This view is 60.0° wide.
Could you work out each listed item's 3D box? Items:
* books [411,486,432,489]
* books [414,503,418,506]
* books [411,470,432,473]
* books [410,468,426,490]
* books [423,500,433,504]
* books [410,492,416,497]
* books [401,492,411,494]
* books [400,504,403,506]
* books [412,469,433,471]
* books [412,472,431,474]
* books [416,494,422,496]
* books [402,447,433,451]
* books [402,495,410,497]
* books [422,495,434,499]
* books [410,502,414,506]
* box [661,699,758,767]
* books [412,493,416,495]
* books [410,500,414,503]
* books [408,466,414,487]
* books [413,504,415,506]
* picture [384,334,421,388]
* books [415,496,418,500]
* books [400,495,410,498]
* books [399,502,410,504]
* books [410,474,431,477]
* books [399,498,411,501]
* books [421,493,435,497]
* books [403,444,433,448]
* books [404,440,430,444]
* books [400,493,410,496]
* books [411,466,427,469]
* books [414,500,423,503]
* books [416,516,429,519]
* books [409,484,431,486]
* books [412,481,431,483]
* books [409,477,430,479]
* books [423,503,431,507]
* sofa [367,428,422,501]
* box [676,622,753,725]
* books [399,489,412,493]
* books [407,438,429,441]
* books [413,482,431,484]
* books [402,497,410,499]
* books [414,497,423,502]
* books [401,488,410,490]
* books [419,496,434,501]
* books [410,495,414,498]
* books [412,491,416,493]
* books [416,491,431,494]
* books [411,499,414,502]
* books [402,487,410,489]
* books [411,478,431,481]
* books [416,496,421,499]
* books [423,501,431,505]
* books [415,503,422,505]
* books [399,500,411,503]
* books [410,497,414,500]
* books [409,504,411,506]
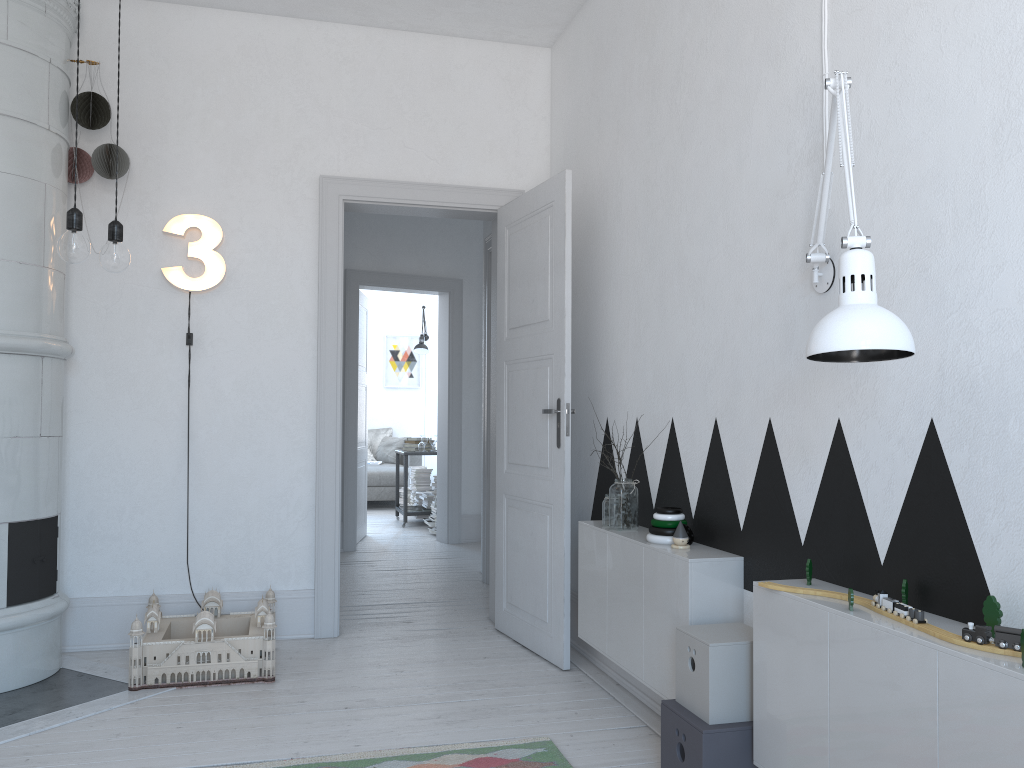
[{"bbox_3d":[-0.958,1.092,9.345,0.176,0.053,0.331,1,-2,-15],"label":"books"},{"bbox_3d":[-0.916,1.247,9.150,0.167,0.017,0.263,1,-2,-10],"label":"books"},{"bbox_3d":[-0.960,0.926,9.366,0.182,0.041,0.289,1,-2,-15],"label":"books"},{"bbox_3d":[-1.014,1.025,9.594,0.174,0.242,0.105,1,-2,-15],"label":"books"},{"bbox_3d":[-0.761,1.147,8.691,0.180,0.042,0.296,1,-2,-15],"label":"books"},{"bbox_3d":[-0.990,1.182,9.461,0.176,0.025,0.331,1,-2,-10],"label":"books"},{"bbox_3d":[-1.069,1.191,9.749,0.254,0.013,0.161,2,-3,-45],"label":"books"},{"bbox_3d":[-1.070,1.333,9.755,0.273,0.021,0.174,2,-3,-40],"label":"books"},{"bbox_3d":[-0.948,0.910,9.365,0.182,0.041,0.289,1,-2,-15],"label":"books"},{"bbox_3d":[-0.960,0.945,9.365,0.174,0.044,0.274,1,-2,-15],"label":"books"},{"bbox_3d":[-0.895,1.136,9.147,0.159,0.012,0.285,0,-2,0],"label":"books"},{"bbox_3d":[-0.919,0.642,8.790,0.197,0.035,0.284,-2,-3,41],"label":"books"},{"bbox_3d":[-1.059,1.220,9.744,0.256,0.013,0.161,2,-3,-35],"label":"books"},{"bbox_3d":[-0.764,1.102,8.655,0.182,0.031,0.288,1,-2,-15],"label":"books"},{"bbox_3d":[-0.991,1.275,9.459,0.180,0.028,0.296,1,-2,-10],"label":"books"},{"bbox_3d":[0.568,1.005,2.373,0.254,0.259,0.251,1,-2,-15],"label":"box"},{"bbox_3d":[-0.981,1.163,9.467,0.159,0.012,0.285,1,-2,-5],"label":"books"},{"bbox_3d":[-0.983,1.254,9.452,0.161,0.012,0.254,1,-2,-20],"label":"books"},{"bbox_3d":[-1.039,1.010,9.673,0.172,0.235,0.112,1,-2,-15],"label":"books"},{"bbox_3d":[-0.911,1.264,9.166,0.182,0.016,0.288,1,-2,-15],"label":"books"},{"bbox_3d":[-1.461,-0.304,11.864,0.493,0.703,0.030,1,-2,-15],"label":"picture"},{"bbox_3d":[-0.913,1.174,9.151,0.161,0.013,0.254,1,-2,-10],"label":"books"},{"bbox_3d":[-1.071,1.233,9.763,0.285,0.012,0.159,2,-3,-40],"label":"books"},{"bbox_3d":[-1.086,1.302,9.750,0.182,0.016,0.288,-1,-3,40],"label":"books"},{"bbox_3d":[-0.970,0.965,9.339,0.180,0.053,0.297,1,-2,-15],"label":"books"},{"bbox_3d":[-1.071,1.265,9.760,0.296,0.028,0.180,2,-3,-40],"label":"books"},{"bbox_3d":[-0.768,1.084,8.634,0.182,0.031,0.288,1,-2,-15],"label":"books"},{"bbox_3d":[-0.919,0.608,8.791,0.197,0.033,0.284,-1,-2,26],"label":"books"},{"bbox_3d":[-0.914,0.575,8.793,0.254,0.032,0.174,2,-3,-44],"label":"books"},{"bbox_3d":[-1.070,1.205,9.746,0.263,0.017,0.167,2,-3,-45],"label":"books"},{"bbox_3d":[-1.017,1.014,9.634,0.172,0.239,0.093,1,-2,-15],"label":"books"},{"bbox_3d":[-0.917,1.207,9.140,0.161,0.013,0.256,0,-2,0],"label":"books"},{"bbox_3d":[-0.896,1.366,9.145,0.182,0.016,0.288,1,-2,-5],"label":"books"},{"bbox_3d":[-0.972,1.059,9.340,0.182,0.041,0.289,1,-2,-15],"label":"books"},{"bbox_3d":[-0.958,1.033,9.349,0.159,0.037,0.285,1,-2,-15],"label":"books"},{"bbox_3d":[-0.977,0.990,9.359,0.182,0.041,0.289,1,-2,-15],"label":"books"},{"bbox_3d":[-0.763,1.185,8.686,0.182,0.031,0.288,1,-2,-15],"label":"books"},{"bbox_3d":[-2.184,0.977,10.659,2.220,0.888,1.975,1,-2,-14],"label":"sofa"},{"bbox_3d":[0.577,0.773,2.390,0.202,0.205,0.199,1,-2,-15],"label":"box"},{"bbox_3d":[-1.071,1.173,9.762,0.331,0.025,0.176,2,-3,-40],"label":"books"},{"bbox_3d":[-0.917,0.546,8.792,0.144,0.025,0.204,-2,-3,41],"label":"books"},{"bbox_3d":[-0.955,1.048,9.371,0.161,0.035,0.256,1,-2,-15],"label":"books"},{"bbox_3d":[-1.063,1.245,9.753,0.161,0.012,0.254,-1,-3,40],"label":"books"},{"bbox_3d":[-0.902,1.191,9.148,0.174,0.021,0.273,1,-2,-15],"label":"books"},{"bbox_3d":[-1.061,1.153,9.767,0.285,0.012,0.159,2,-3,-35],"label":"books"},{"bbox_3d":[-0.798,1.118,8.663,0.175,0.036,0.273,1,-2,-15],"label":"books"},{"bbox_3d":[-0.988,1.200,9.448,0.161,0.013,0.254,1,-2,-15],"label":"books"},{"bbox_3d":[-0.982,1.149,9.451,0.161,0.012,0.254,1,-2,-10],"label":"books"},{"bbox_3d":[-0.911,1.123,9.147,0.161,0.012,0.254,1,-2,-5],"label":"books"},{"bbox_3d":[-0.991,1.242,9.463,0.159,0.012,0.285,1,-2,-10],"label":"books"},{"bbox_3d":[-1.062,1.140,9.752,0.254,0.012,0.161,2,-3,-40],"label":"books"},{"bbox_3d":[-0.965,1.008,9.369,0.167,0.040,0.263,1,-2,-15],"label":"books"},{"bbox_3d":[-0.901,1.156,9.155,0.176,0.025,0.331,1,-2,-5],"label":"books"},{"bbox_3d":[-0.762,1.170,8.686,0.182,0.031,0.288,1,-2,-15],"label":"books"},{"bbox_3d":[-0.907,1.232,9.144,0.161,0.012,0.254,1,-2,-15],"label":"books"},{"bbox_3d":[-1.087,1.286,9.761,0.288,0.016,0.182,2,-3,-35],"label":"books"},{"bbox_3d":[-0.990,1.215,9.445,0.167,0.017,0.263,1,-2,-15],"label":"books"},{"bbox_3d":[-1.007,1.296,9.460,0.182,0.016,0.288,1,-2,-5],"label":"books"}]
